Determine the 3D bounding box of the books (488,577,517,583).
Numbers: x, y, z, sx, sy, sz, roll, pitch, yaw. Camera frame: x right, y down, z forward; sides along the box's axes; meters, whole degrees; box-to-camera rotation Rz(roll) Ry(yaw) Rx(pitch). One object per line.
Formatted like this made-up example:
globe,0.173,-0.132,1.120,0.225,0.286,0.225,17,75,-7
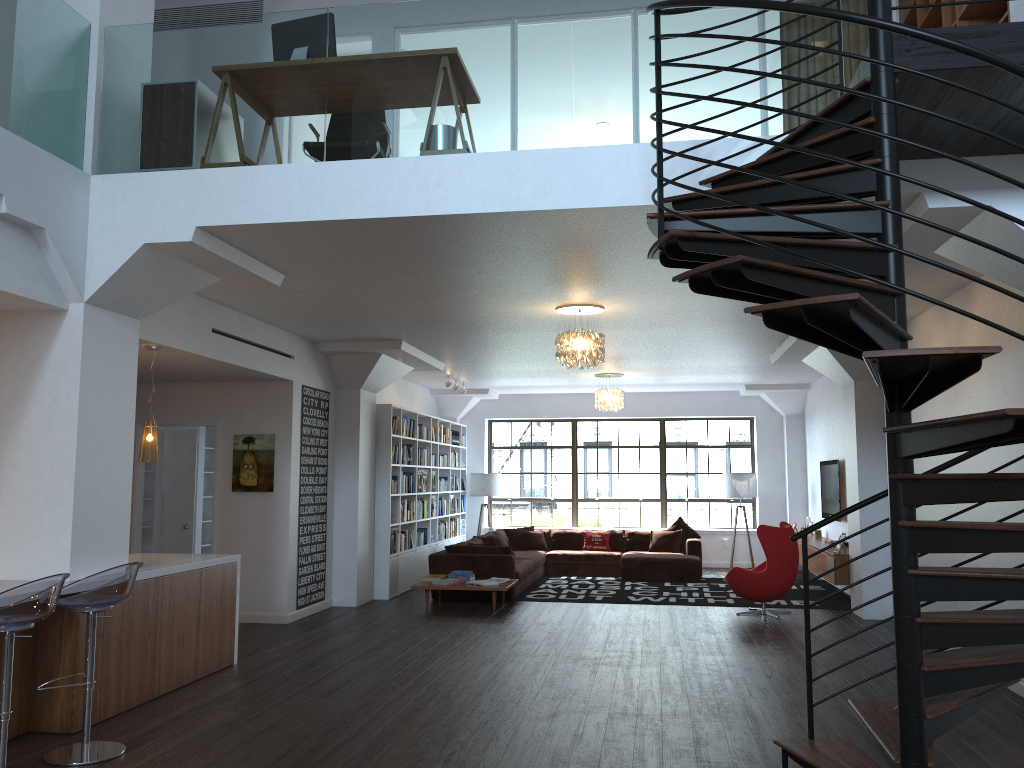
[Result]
books,-0.130,2.318,10.512,0.256,0.035,0.350,-4,-8,34

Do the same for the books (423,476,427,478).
books,-1.343,1.356,12.929,0.161,0.033,0.223,-1,-6,9

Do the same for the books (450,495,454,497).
books,-1.081,1.820,14.435,0.224,0.030,0.161,-2,-7,19

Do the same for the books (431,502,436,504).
books,-1.270,1.784,13.330,0.223,0.032,0.161,-1,-6,9

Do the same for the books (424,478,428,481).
books,-1.337,1.391,12.918,0.183,0.042,0.253,-1,-6,9

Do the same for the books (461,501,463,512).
books,-0.930,2.098,15.229,0.161,0.213,0.118,-1,-6,9

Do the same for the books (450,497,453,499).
books,-1.082,1.848,14.424,0.223,0.031,0.161,-1,-6,9

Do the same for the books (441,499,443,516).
books,-1.170,1.916,13.745,0.182,0.253,0.098,-1,-6,9

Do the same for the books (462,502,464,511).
books,-0.927,2.104,15.279,0.161,0.213,0.146,-1,-6,9

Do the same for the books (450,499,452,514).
books,-1.070,1.986,14.399,0.174,0.251,0.051,-1,-6,9

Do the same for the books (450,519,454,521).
books,-1.053,2.371,14.590,0.198,0.284,0.066,-1,-6,9

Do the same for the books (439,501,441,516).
books,-1.188,1.911,13.660,0.174,0.243,0.085,-1,-6,9

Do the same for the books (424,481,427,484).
books,-1.345,1.434,12.919,0.168,0.045,0.231,0,-6,4

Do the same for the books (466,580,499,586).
books,-0.338,2.283,10.200,0.231,0.040,0.342,5,-8,-41

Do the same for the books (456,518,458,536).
books,-0.991,2.403,14.914,0.176,0.290,0.053,-1,-6,9

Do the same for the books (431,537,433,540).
books,-1.321,2.306,13.239,0.284,0.033,0.197,1,-6,-6

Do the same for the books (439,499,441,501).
books,-1.188,1.909,13.700,0.182,0.255,0.077,-1,-6,9

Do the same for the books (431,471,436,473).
books,-1.275,1.320,13.278,0.224,0.030,0.161,-2,-7,19

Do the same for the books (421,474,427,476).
books,-1.354,1.330,12.958,0.223,0.027,0.161,0,-6,-1

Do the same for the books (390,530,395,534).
books,-1.583,1.875,11.255,0.174,0.045,0.240,0,-6,-1

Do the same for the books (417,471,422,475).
books,-1.386,1.259,12.543,0.174,0.045,0.240,-1,-6,9

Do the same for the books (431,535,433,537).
books,-1.325,2.274,13.247,0.254,0.032,0.174,-2,-6,14

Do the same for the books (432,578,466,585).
books,-0.733,2.292,10.272,0.236,0.035,0.340,-4,-7,34

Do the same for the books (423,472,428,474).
books,-1.334,1.303,12.949,0.144,0.024,0.208,-2,-6,14

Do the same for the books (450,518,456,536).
books,-1.005,2.376,14.696,0.140,0.298,0.044,-1,-6,9

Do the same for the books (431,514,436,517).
books,-1.281,1.976,13.299,0.246,0.038,0.171,-1,-6,9

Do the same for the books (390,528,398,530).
books,-1.578,1.836,11.236,0.223,0.027,0.161,-2,-7,19

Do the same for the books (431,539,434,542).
books,-1.321,2.340,13.236,0.284,0.035,0.197,-1,-6,9

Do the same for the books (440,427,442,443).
books,-1.185,0.802,13.856,0.171,0.246,0.057,-1,-6,9

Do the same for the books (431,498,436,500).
books,-1.256,1.730,13.327,0.208,0.024,0.144,-2,-6,14

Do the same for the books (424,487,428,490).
books,-1.336,1.516,12.899,0.160,0.039,0.251,-2,-6,14

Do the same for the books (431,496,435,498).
books,-1.260,1.697,13.324,0.185,0.041,0.129,-3,-7,23

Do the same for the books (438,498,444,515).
books,-1.170,1.908,13.851,0.197,0.290,0.136,-1,-6,9

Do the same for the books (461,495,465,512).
books,-0.910,2.075,15.383,0.176,0.290,0.053,-1,-6,9

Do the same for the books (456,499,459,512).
books,-0.994,2.055,14.907,0.168,0.228,0.139,-1,-6,9

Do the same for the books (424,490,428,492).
books,-1.333,1.555,12.896,0.171,0.039,0.246,-1,-6,9

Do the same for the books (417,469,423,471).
books,-1.381,1.220,12.523,0.223,0.027,0.161,-2,-7,19

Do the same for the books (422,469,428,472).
books,-1.328,1.269,12.948,0.129,0.043,0.185,-3,-7,23

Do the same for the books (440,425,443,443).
books,-1.174,0.789,13.940,0.176,0.290,0.053,-1,-6,9

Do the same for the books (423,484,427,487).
books,-1.361,1.476,12.903,0.180,0.042,0.259,-1,-6,9

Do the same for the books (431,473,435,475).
books,-1.276,1.349,13.267,0.223,0.031,0.161,-1,-6,9

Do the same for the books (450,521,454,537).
books,-1.046,2.379,14.528,0.183,0.253,0.037,-1,-6,9

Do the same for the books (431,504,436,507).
books,-1.277,1.818,13.321,0.253,0.040,0.183,-1,-6,9

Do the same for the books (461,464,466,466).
books,-0.972,1.401,15.283,0.284,0.033,0.197,-3,-7,24

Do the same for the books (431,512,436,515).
books,-1.283,1.938,13.306,0.251,0.037,0.160,-2,-6,14

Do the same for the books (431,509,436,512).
books,-1.283,1.903,13.335,0.259,0.040,0.180,-1,-6,9

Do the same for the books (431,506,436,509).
books,-1.272,1.859,13.324,0.231,0.044,0.168,0,-6,4

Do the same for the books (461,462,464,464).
books,-0.970,1.368,15.281,0.254,0.032,0.174,-6,-9,44

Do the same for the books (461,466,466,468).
books,-0.972,1.435,15.279,0.284,0.035,0.197,-5,-8,39
